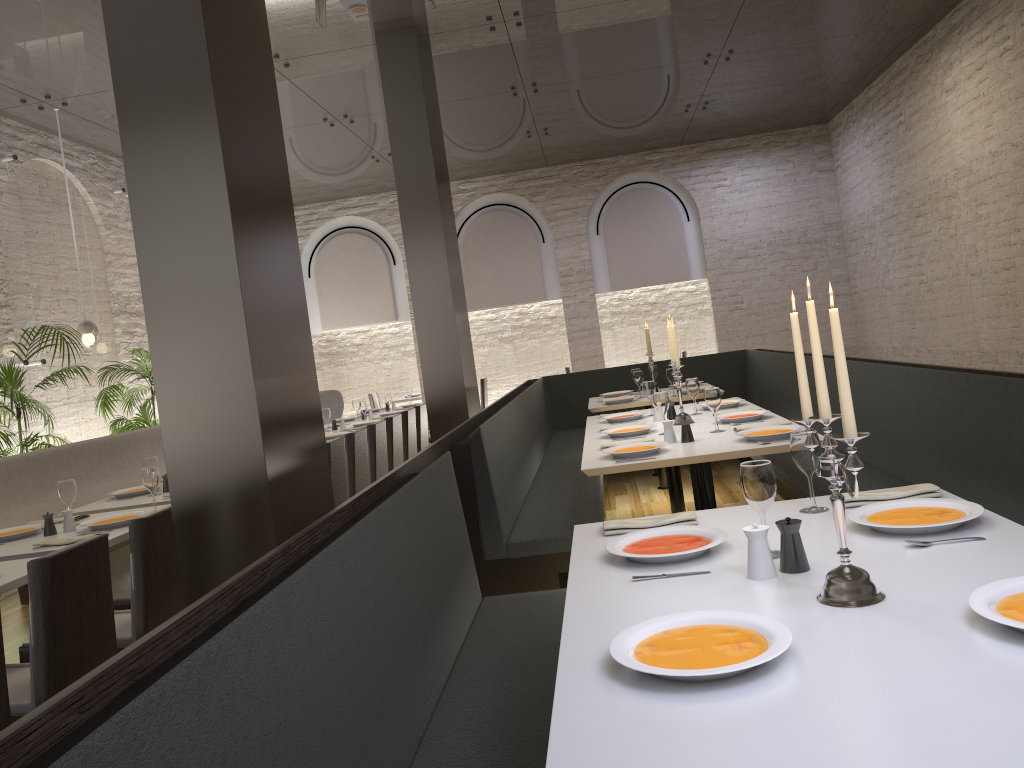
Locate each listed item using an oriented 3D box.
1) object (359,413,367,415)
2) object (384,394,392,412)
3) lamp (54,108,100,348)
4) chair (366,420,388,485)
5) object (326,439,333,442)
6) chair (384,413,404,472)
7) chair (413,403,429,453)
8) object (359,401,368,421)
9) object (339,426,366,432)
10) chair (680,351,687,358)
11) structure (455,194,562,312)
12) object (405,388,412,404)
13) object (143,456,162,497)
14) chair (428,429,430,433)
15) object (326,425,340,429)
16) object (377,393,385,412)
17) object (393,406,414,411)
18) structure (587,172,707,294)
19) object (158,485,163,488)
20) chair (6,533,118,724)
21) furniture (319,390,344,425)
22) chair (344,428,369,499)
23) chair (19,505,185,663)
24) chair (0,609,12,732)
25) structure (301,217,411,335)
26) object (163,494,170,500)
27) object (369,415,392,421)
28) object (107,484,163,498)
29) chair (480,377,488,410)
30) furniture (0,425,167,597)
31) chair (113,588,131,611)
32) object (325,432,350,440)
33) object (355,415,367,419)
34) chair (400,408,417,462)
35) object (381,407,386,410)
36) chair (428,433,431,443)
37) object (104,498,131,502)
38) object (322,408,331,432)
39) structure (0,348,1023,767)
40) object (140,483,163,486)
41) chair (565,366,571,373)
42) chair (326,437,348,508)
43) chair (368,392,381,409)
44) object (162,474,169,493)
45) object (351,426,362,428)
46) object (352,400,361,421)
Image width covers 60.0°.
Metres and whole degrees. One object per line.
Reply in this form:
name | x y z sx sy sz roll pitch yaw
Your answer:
object | -1.805 0.365 10.967 0.185 0.010 0.017 -8 2 6
object | -1.420 0.233 10.238 0.086 0.231 0.086 -8 1 36
lamp | -3.707 -1.311 7.485 0.178 2.040 0.177 -8 0 -9
chair | -1.236 0.779 6.948 0.565 0.906 0.412 -8 1 6
object | -1.611 0.492 7.392 0.272 0.033 0.143 -8 2 6
chair | -1.182 0.746 7.514 0.565 0.906 0.412 -8 1 6
chair | -1.073 0.681 8.655 0.565 0.906 0.412 -8 1 6
object | -1.525 0.296 9.146 0.086 0.231 0.086 -8 1 36
object | -1.504 0.428 8.505 0.272 0.033 0.143 -8 2 6
chair | 2.451 -0.025 13.619 0.565 0.906 0.412 -8 1 6
structure | -0.178 -1.976 13.136 1.632 1.675 0.098 -8 0 6
object | -1.312 0.169 11.360 0.086 0.231 0.086 -8 1 36
object | -2.148 0.551 5.293 0.087 0.231 0.086 -8 1 -36
chair | -0.884 0.568 10.616 0.565 0.906 0.412 -8 1 6
object | -1.948 0.456 9.255 0.272 0.033 0.143 -8 2 6
object | -1.607 0.228 10.934 0.086 0.231 0.086 -8 1 36
object | -1.290 0.300 10.738 0.272 0.033 0.143 -8 2 6
structure | 1.912 -2.256 12.931 1.632 1.675 0.098 -8 0 6
object | -2.315 0.666 5.658 0.181 0.015 0.038 -8 2 7
chair | -1.622 1.009 2.930 0.565 0.906 0.412 -8 1 6
furniture | -2.271 0.657 10.762 0.707 1.097 2.588 -8 2 6
chair | -1.293 0.812 6.359 0.565 0.906 0.412 -8 1 6
chair | -1.565 0.975 3.521 0.565 0.906 0.412 -8 1 6
chair | -1.676 1.041 2.367 0.565 0.906 0.412 -8 1 6
structure | -2.407 -1.678 13.354 1.632 1.675 0.098 -8 0 6
object | -1.834 0.625 5.070 0.272 0.033 0.143 -8 2 6
object | -1.399 0.365 9.603 0.272 0.033 0.143 -8 2 6
object | -2.329 0.668 5.482 0.322 0.036 0.321 -8 3 -12
chair | -0.621 0.386 13.920 0.565 0.906 0.412 -8 1 6
furniture | -2.623 0.867 7.102 0.708 1.097 4.481 -8 2 6
chair | -1.511 0.943 4.085 0.565 0.906 0.412 -8 1 6
object | -1.576 0.464 7.749 0.322 0.036 0.321 -9 3 -16
object | -1.842 0.393 10.353 0.272 0.033 0.143 -8 2 6
chair | -1.126 0.712 8.101 0.565 0.906 0.412 -8 1 6
object | -1.734 0.328 11.488 0.272 0.033 0.143 -8 2 6
chair | -0.938 0.600 10.058 0.565 0.906 0.412 -8 1 6
object | -2.349 0.689 5.299 0.185 0.010 0.017 -8 2 6
object | -1.819 0.355 8.719 0.086 0.231 0.086 -8 1 36
structure | 0.876 0.585 3.614 2.370 1.000 10.761 -8 2 6
object | -2.277 0.653 5.820 0.272 0.033 0.143 -8 2 6
chair | 1.157 0.148 13.746 0.565 0.906 0.412 -8 1 6
chair | -1.347 0.844 5.797 0.565 0.906 0.412 -8 1 6
chair | -1.915 0.560 14.047 0.565 0.906 0.412 -8 1 6
object | -2.100 0.601 5.390 0.059 0.109 0.059 -8 1 -3
object | -1.491 0.419 8.681 0.181 0.015 0.038 -8 2 7
object | -1.715 0.293 9.811 0.086 0.231 0.086 -8 1 36
